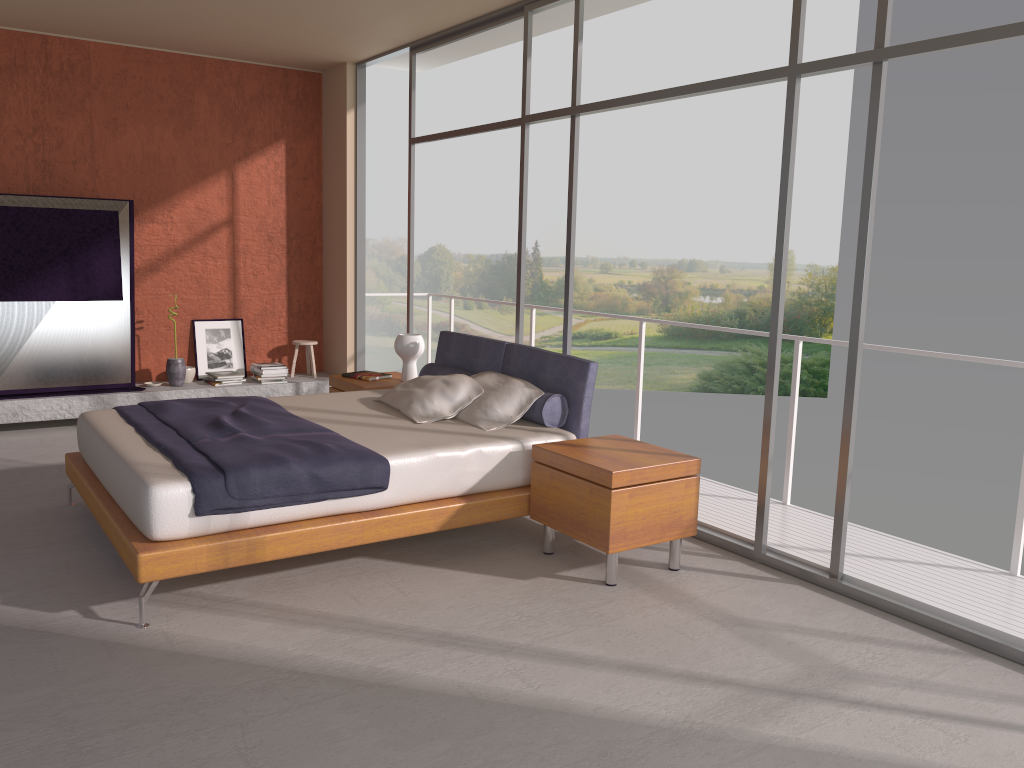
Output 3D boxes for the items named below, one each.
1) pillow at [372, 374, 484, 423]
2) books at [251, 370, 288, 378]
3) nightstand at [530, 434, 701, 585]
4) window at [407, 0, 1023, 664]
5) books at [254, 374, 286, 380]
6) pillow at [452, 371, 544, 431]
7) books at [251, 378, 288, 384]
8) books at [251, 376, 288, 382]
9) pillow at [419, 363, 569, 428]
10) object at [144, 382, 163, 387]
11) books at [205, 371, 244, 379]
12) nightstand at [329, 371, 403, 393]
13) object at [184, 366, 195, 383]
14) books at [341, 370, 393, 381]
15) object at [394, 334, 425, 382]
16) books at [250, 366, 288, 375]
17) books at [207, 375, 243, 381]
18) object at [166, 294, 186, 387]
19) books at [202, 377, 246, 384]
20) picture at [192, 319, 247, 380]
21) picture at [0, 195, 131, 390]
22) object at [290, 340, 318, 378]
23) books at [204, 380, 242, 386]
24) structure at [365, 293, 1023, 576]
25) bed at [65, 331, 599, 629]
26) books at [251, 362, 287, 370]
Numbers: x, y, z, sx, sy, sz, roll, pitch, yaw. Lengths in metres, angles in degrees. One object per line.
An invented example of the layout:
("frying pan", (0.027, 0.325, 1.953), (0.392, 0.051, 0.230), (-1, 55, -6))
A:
("pillow", (-0.521, 0.062, 5.361), (0.431, 0.264, 0.869), (-3, 10, -26))
("books", (-2.240, -0.101, 8.184), (0.247, 0.027, 0.328), (-4, 10, -32))
("nightstand", (0.501, 0.607, 4.427), (0.562, 0.556, 0.628), (-4, 10, -34))
("window", (0.817, -0.768, 5.013), (0.075, 3.133, 6.106), (-4, 10, -34))
("books", (-2.233, -0.070, 8.171), (0.247, 0.025, 0.287), (-2, 9, -23))
("pillow", (-0.168, 0.091, 5.169), (0.400, 0.265, 0.791), (-4, 10, -31))
("books", (-2.242, -0.035, 8.194), (0.247, 0.018, 0.328), (-4, 10, -32))
("books", (-2.245, -0.053, 8.196), (0.247, 0.018, 0.287), (-4, 10, -34))
("pillow", (-0.153, 0.050, 5.505), (0.205, 0.201, 1.470), (-4, 10, -34))
("object", (-3.122, 0.010, 7.720), (0.152, 0.040, 0.152), (2, 9, 1))
("books", (-2.584, -0.084, 7.984), (0.247, 0.018, 0.328), (-5, 11, -37))
("nightstand", (-0.972, 0.237, 6.588), (0.562, 0.556, 0.628), (-4, 10, -34))
("object", (-2.939, -0.080, 7.969), (0.179, 0.137, 0.180), (-2, 9, -21))
("books", (-1.078, -0.063, 6.601), (0.287, 0.025, 0.247), (8, 11, 36))
("object", (-0.743, -0.191, 6.447), (0.224, 0.338, 0.224), (-2, 9, -22))
("books", (-2.239, -0.133, 8.179), (0.247, 0.038, 0.319), (-5, 11, -36))
("books", (-2.581, -0.062, 7.984), (0.247, 0.025, 0.287), (-4, 10, -31))
("object", (-2.931, -0.381, 7.716), (0.165, 0.810, 0.165), (0, 9, -11))
("books", (-2.593, -0.042, 7.997), (0.328, 0.018, 0.247), (9, 11, 40))
("picture", (-2.703, -0.323, 8.214), (0.458, 0.550, 0.117), (-4, 10, -34))
("picture", (-3.624, -0.726, 7.074), (1.129, 1.496, 0.126), (-4, 10, -34))
("object", (-1.973, -0.238, 8.513), (0.260, 0.349, 0.257), (6, 10, 25))
("books", (-2.600, -0.017, 7.987), (0.247, 0.025, 0.287), (-5, 11, -37))
("structure", (1.015, 0.153, 5.543), (0.728, 1.005, 7.689), (-4, 10, -34))
("bed", (-1.022, 0.287, 4.970), (2.462, 0.959, 2.017), (-4, 10, -34))
("books", (-2.242, -0.165, 8.179), (0.247, 0.025, 0.287), (-4, 10, -34))
